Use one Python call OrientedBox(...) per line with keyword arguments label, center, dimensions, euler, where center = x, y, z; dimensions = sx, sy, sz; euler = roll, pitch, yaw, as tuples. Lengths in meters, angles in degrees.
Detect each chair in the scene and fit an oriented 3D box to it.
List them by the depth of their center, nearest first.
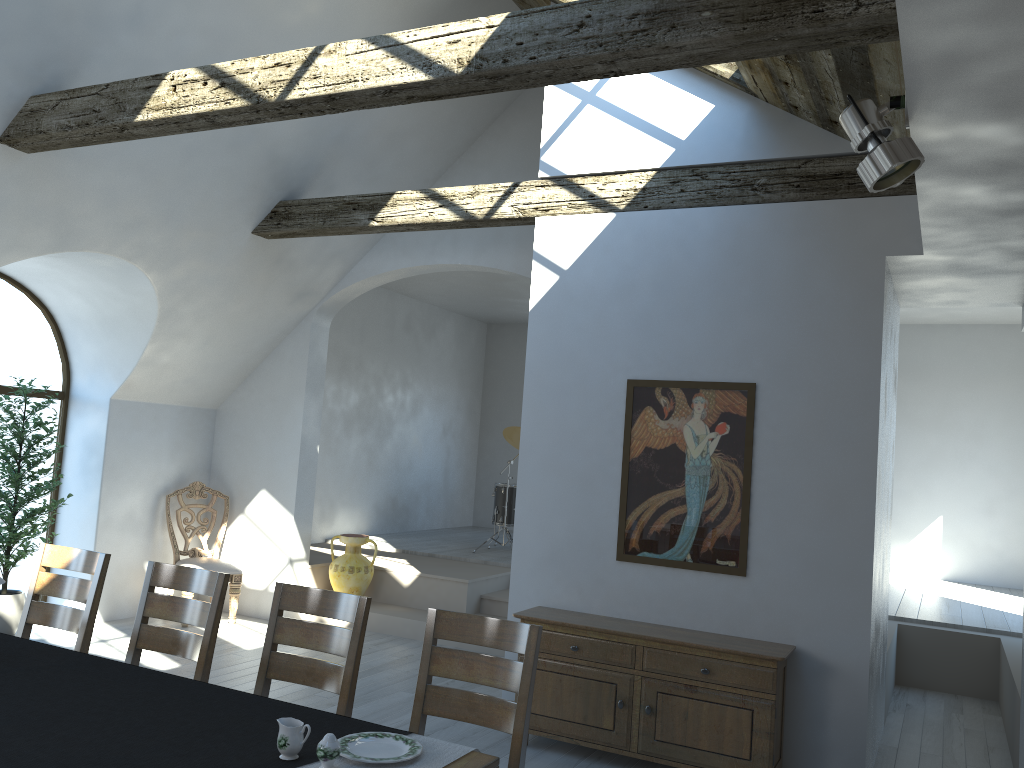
OrientedBox(label="chair", center=(-0.251, 1.332, 3.013), dimensions=(0.514, 1.006, 0.605), euler=(2, -5, 26))
OrientedBox(label="chair", center=(-0.919, 1.310, 3.344), dimensions=(0.514, 1.006, 0.605), euler=(2, -5, 26))
OrientedBox(label="chair", center=(-1.586, 1.287, 3.675), dimensions=(0.514, 1.006, 0.605), euler=(2, -5, 26))
OrientedBox(label="chair", center=(-2.253, 1.264, 4.007), dimensions=(0.514, 1.006, 0.605), euler=(2, -5, 26))
OrientedBox(label="chair", center=(-2.654, 1.440, 7.632), dimensions=(0.552, 1.159, 0.655), euler=(8, -6, -38))

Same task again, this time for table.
OrientedBox(label="table", center=(-1.644, 1.351, 2.799), dimensions=(3.078, 0.737, 0.939), euler=(2, -5, 26))

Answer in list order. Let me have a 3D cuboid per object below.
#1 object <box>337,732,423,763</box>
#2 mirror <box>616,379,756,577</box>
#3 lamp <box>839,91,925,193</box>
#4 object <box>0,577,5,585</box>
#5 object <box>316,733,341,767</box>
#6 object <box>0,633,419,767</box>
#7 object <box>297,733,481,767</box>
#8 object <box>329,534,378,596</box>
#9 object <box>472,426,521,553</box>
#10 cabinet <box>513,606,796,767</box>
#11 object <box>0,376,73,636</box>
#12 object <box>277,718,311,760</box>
OrientedBox(label="object", center=(-0.379, 1.034, 2.512), dimensions=(0.250, 0.017, 0.253), euler=(2, -5, 26))
OrientedBox(label="mirror", center=(0.966, 0.504, 4.970), dimensions=(0.736, 1.047, 0.009), euler=(2, -5, 26))
OrientedBox(label="lamp", center=(1.250, -0.839, 2.985), dimensions=(0.235, 0.386, 0.265), euler=(8, -6, -42))
OrientedBox(label="object", center=(-1.848, 0.789, 2.958), dimensions=(0.251, 0.362, 0.251), euler=(8, -6, -40))
OrientedBox(label="object", center=(-0.488, 0.977, 2.361), dimensions=(0.064, 0.092, 0.064), euler=(4, -4, 4))
OrientedBox(label="object", center=(-1.603, 1.092, 2.815), dimensions=(2.456, 0.227, 1.073), euler=(2, -5, 27))
OrientedBox(label="object", center=(-1.603, 1.020, 2.820), dimensions=(2.872, 0.077, 1.050), euler=(2, -5, 26))
OrientedBox(label="object", center=(-1.444, 1.669, 7.993), dimensions=(0.402, 0.605, 0.396), euler=(5, -5, -17))
OrientedBox(label="object", center=(0.638, 1.240, 10.171), dimensions=(2.354, 1.383, 1.465), euler=(6, -5, -19))
OrientedBox(label="cabinet", center=(0.717, 1.681, 4.769), dimensions=(1.481, 0.714, 0.383), euler=(2, -5, 26))
OrientedBox(label="object", center=(-3.712, 0.898, 6.625), dimensions=(0.737, 1.920, 0.718), euler=(8, -6, -44))
OrientedBox(label="object", center=(-0.600, 0.972, 2.427), dimensions=(0.100, 0.098, 0.071), euler=(4, -4, -5))
